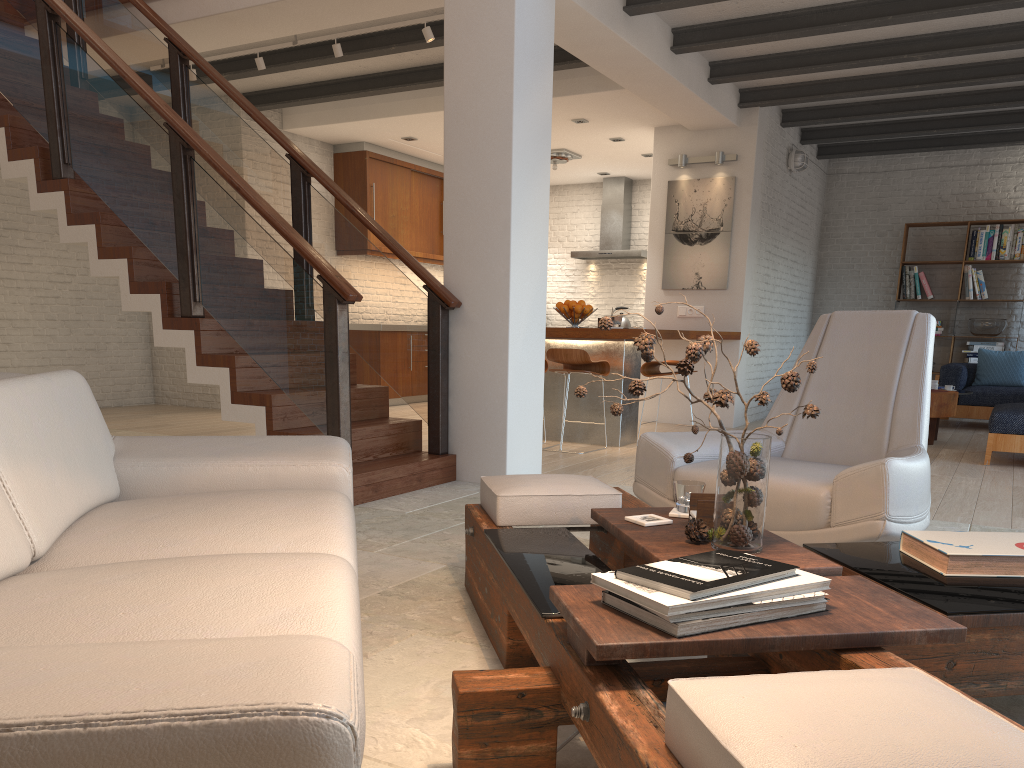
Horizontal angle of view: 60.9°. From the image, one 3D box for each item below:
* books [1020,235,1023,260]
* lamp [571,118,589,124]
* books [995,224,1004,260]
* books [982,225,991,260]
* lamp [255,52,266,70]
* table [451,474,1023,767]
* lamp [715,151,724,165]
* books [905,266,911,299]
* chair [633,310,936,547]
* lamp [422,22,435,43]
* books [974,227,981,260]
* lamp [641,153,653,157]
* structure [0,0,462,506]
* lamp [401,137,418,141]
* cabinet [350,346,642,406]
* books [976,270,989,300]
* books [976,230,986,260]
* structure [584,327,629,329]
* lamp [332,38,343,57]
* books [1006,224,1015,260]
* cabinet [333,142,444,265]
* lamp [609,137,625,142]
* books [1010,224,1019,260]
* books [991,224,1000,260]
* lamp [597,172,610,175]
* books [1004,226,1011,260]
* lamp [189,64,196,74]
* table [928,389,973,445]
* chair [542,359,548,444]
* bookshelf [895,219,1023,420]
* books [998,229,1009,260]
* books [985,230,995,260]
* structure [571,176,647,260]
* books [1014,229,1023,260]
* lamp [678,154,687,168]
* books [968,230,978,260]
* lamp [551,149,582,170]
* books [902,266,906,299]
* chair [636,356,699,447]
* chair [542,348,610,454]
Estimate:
[{"bbox_3d":[5.700,-1.571,9.700,0.036,0.396,0.238,9,13,29],"label":"books"},{"bbox_3d":[0.640,-2.484,8.173,0.122,0.057,0.121,4,6,29],"label":"lamp"},{"bbox_3d":[5.487,-1.582,9.816,0.036,0.396,0.238,9,13,29],"label":"books"},{"bbox_3d":[5.370,-1.588,9.874,0.036,0.396,0.238,9,13,29],"label":"books"},{"bbox_3d":[-1.880,-2.403,6.512,0.060,0.133,0.084,8,13,31],"label":"lamp"},{"bbox_3d":[0.813,0.584,2.136,1.970,0.442,2.145,1,4,-10],"label":"table"},{"bbox_3d":[1.922,-2.091,8.075,0.079,0.108,0.078,-5,12,-32],"label":"lamp"},{"bbox_3d":[4.706,-1.195,10.347,0.090,0.397,0.238,9,13,29],"label":"books"},{"bbox_3d":[1.145,0.229,3.302,0.959,1.048,1.008,-7,12,-43],"label":"chair"},{"bbox_3d":[-0.556,-2.329,5.785,0.087,0.133,0.057,-1,12,-10],"label":"lamp"},{"bbox_3d":[5.302,-1.580,9.930,0.020,0.371,0.265,9,12,29],"label":"books"},{"bbox_3d":[1.517,-2.559,9.685,0.122,0.057,0.121,4,6,29],"label":"lamp"},{"bbox_3d":[-0.373,-1.561,5.503,10.068,4.268,13.585,4,5,29],"label":"structure"},{"bbox_3d":[-1.071,-2.579,9.103,0.122,0.057,0.121,4,6,29],"label":"lamp"},{"bbox_3d":[0.314,-1.197,10.869,4.781,2.927,2.194,1,10,-6],"label":"cabinet"},{"bbox_3d":[5.382,-1.128,9.971,0.156,0.340,0.249,8,12,29],"label":"books"},{"bbox_3d":[5.327,-1.563,9.900,0.055,0.340,0.249,9,12,29],"label":"books"},{"bbox_3d":[1.253,-0.731,11.573,0.805,0.033,0.578,3,4,29],"label":"structure"},{"bbox_3d":[-1.232,-2.367,6.160,0.060,0.133,0.084,8,13,31],"label":"lamp"},{"bbox_3d":[5.593,-1.577,9.774,0.036,0.396,0.238,9,13,29],"label":"books"},{"bbox_3d":[-0.942,-2.082,10.951,0.457,1.198,3.277,8,8,30],"label":"cabinet"},{"bbox_3d":[1.079,-2.522,8.929,0.122,0.057,0.121,4,6,29],"label":"lamp"},{"bbox_3d":[5.618,-1.575,9.745,0.036,0.396,0.238,9,13,29],"label":"books"},{"bbox_3d":[5.450,-1.584,9.825,0.036,0.396,0.238,9,13,29],"label":"books"},{"bbox_3d":[1.146,-2.642,10.879,0.122,0.057,0.121,4,6,29],"label":"lamp"},{"bbox_3d":[5.561,-1.565,9.779,0.020,0.371,0.265,9,12,29],"label":"books"},{"bbox_3d":[-2.511,-2.438,6.852,0.059,0.133,0.083,1,11,-1],"label":"lamp"},{"bbox_3d":[3.673,0.257,8.247,1.064,0.460,1.800,5,6,35],"label":"table"},{"bbox_3d":[0.007,0.093,6.946,0.401,0.800,0.412,8,13,29],"label":"chair"},{"bbox_3d":[5.174,-0.723,10.161,1.305,2.273,0.355,7,14,28],"label":"bookshelf"},{"bbox_3d":[5.519,-1.552,9.788,0.055,0.340,0.249,9,12,29],"label":"books"},{"bbox_3d":[5.418,-1.559,9.871,0.055,0.340,0.249,9,12,29],"label":"books"},{"bbox_3d":[1.320,-2.144,11.294,0.977,1.025,0.446,6,13,28],"label":"structure"},{"bbox_3d":[5.655,-1.545,9.725,0.055,0.340,0.249,9,12,29],"label":"books"},{"bbox_3d":[1.612,-2.108,8.243,0.079,0.108,0.078,-5,12,-32],"label":"lamp"},{"bbox_3d":[5.269,-1.567,9.952,0.055,0.340,0.249,9,12,29],"label":"books"},{"bbox_3d":[0.481,-2.486,9.764,0.446,0.176,0.441,4,6,29],"label":"lamp"},{"bbox_3d":[4.670,-1.196,10.358,0.090,0.397,0.238,9,13,29],"label":"books"},{"bbox_3d":[1.269,0.126,6.861,0.418,0.800,0.394,7,13,29],"label":"chair"},{"bbox_3d":[0.476,0.119,6.692,0.401,0.800,0.412,8,13,29],"label":"chair"}]
